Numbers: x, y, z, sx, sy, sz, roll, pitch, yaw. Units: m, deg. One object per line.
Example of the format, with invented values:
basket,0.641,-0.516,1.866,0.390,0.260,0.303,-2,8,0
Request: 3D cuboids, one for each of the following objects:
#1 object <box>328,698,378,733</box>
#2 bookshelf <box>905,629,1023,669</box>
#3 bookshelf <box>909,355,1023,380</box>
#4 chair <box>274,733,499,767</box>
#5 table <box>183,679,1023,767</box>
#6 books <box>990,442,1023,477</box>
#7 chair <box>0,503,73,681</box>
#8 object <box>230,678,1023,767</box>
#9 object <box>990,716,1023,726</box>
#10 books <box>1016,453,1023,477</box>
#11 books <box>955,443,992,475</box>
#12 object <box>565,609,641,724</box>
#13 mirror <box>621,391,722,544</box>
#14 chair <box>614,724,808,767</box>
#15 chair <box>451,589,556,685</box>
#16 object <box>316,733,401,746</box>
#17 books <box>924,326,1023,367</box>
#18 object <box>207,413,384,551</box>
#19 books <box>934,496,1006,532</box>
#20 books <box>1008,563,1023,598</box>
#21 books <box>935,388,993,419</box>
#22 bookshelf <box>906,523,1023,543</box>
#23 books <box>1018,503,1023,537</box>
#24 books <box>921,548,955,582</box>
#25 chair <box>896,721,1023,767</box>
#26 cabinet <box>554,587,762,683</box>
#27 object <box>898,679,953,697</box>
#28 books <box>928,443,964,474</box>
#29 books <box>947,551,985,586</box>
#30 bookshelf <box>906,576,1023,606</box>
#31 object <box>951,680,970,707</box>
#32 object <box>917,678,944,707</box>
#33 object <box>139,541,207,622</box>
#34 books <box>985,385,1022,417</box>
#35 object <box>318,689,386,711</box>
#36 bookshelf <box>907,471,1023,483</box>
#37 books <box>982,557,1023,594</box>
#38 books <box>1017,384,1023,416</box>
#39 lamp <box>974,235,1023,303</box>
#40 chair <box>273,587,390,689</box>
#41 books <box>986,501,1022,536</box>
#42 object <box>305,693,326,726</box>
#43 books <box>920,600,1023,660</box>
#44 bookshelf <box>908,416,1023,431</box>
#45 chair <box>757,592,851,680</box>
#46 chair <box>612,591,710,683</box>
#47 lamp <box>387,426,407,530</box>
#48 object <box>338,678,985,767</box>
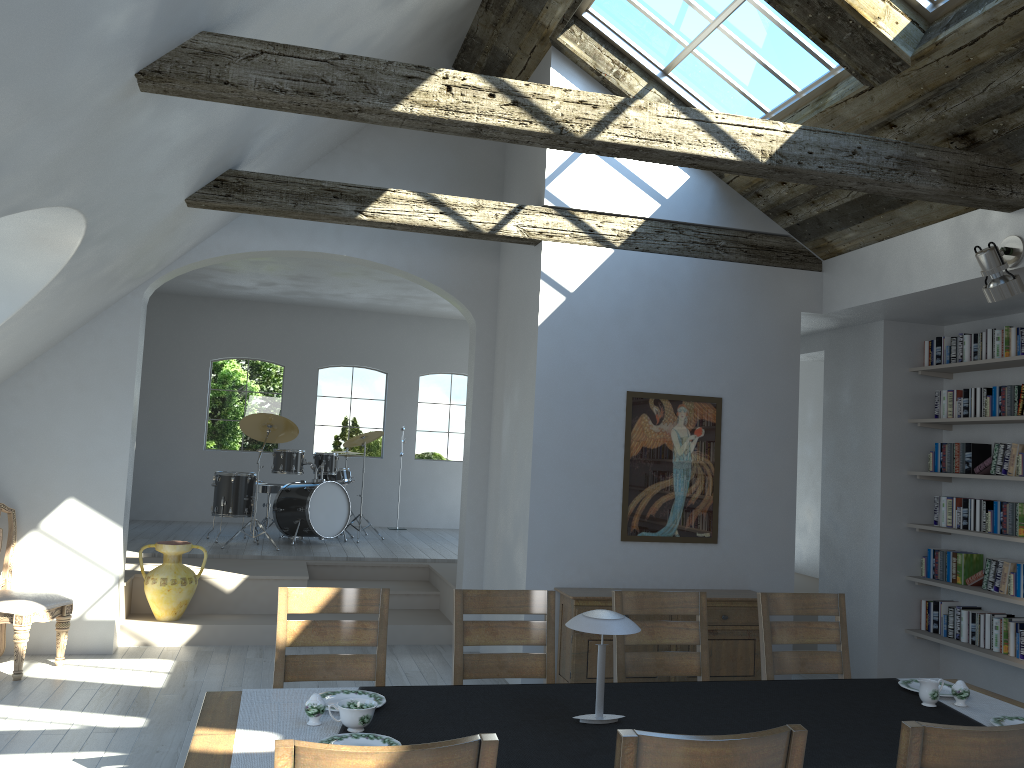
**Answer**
object,-0.477,1.018,2.714,0.124,0.081,0.130,1,-5,28
bookshelf,4.093,1.653,2.943,0.315,0.070,7.825,4,-5,-14
bookshelf,4.193,-0.316,3.094,0.315,0.070,7.825,4,-5,-14
chair,-0.345,1.258,2.061,0.514,1.006,0.605,4,-5,-14
table,0.529,1.506,2.966,3.078,0.737,0.939,4,-5,-14
books,3.435,0.518,6.069,0.189,0.228,0.249,4,-5,-14
chair,-3.381,1.334,5.977,0.655,1.159,0.552,2,-4,11
object,0.561,1.175,3.000,2.872,0.077,1.050,4,-5,-14
object,1.796,1.193,3.068,0.250,0.017,0.253,4,-5,-14
books,3.498,0.505,5.833,0.209,0.220,0.278,4,-5,-16
books,3.364,0.538,6.342,0.189,0.224,0.345,4,-5,-14
object,0.296,0.933,2.939,0.251,0.362,0.251,2,-4,9
mirror,1.138,0.596,6.289,0.736,1.047,0.009,4,-5,-14
chair,0.375,1.308,2.244,0.514,1.006,0.605,4,-5,-14
chair,0.007,1.399,3.667,0.514,1.006,0.605,4,-5,-14
object,-0.437,1.038,2.515,0.250,0.017,0.253,4,-5,-14
books,3.655,-0.314,5.462,0.242,0.237,2.981,4,-5,-14
object,-2.522,1.063,10.041,1.465,1.383,2.354,0,-5,30
books,3.312,0.942,6.443,0.214,0.220,0.490,4,-5,-14
books,3.442,1.300,5.833,0.209,0.220,0.278,4,-5,-16
books,3.350,0.154,6.510,0.214,0.220,0.490,4,-5,-14
bookshelf,4.133,0.865,3.004,0.315,0.070,7.825,4,-5,-14
books,3.488,0.899,5.755,0.189,0.224,0.345,4,-5,-14
books,3.232,1.352,6.643,0.209,0.220,0.278,4,-5,-16
chair,1.096,1.359,2.428,0.514,1.006,0.605,4,-5,-14
cabinet,1.026,1.776,6.007,1.481,0.714,0.383,4,-5,-14
object,1.690,1.226,3.563,0.250,0.017,0.253,4,-5,-14
books,3.288,0.556,6.643,0.209,0.220,0.278,4,-5,-16
books,3.307,1.331,6.347,0.189,0.224,0.345,4,-5,-14
bookshelf,4.113,1.259,2.973,0.315,0.070,7.825,4,-5,-14
object,1.708,1.175,3.376,0.064,0.092,0.064,6,-5,-37
object,1.580,1.164,3.353,0.071,0.098,0.100,-1,-6,44
object,-2.708,1.565,7.045,0.396,0.605,0.402,0,-5,32
books,3.447,0.130,6.136,0.209,0.220,0.278,4,-5,-16
object,-0.550,1.067,2.975,0.250,0.017,0.253,4,-5,-14
bookshelf,4.153,0.471,3.034,0.315,0.070,7.825,4,-5,-14
books,3.378,1.314,6.070,0.189,0.228,0.249,4,-5,-14
books,3.513,0.111,5.875,0.189,0.228,0.249,4,-5,-14
lamp,2.705,-0.640,4.932,0.265,0.386,0.235,2,-4,7
chair,-0.714,1.348,3.484,0.514,1.006,0.605,4,-5,-14
books,3.412,0.917,6.056,0.209,0.220,0.278,4,-5,-16
object,-0.613,1.010,2.761,0.064,0.092,0.064,3,-4,4
books,3.557,1.651,5.303,0.242,0.237,2.981,4,-5,-14
bookshelf,4.173,0.078,3.064,0.315,0.070,7.825,4,-5,-14
chair,1.448,1.500,4.034,0.514,1.006,0.605,4,-5,-14
chair,0.727,1.450,3.851,0.514,1.006,0.605,4,-5,-14
lamp,-1.505,1.254,11.936,0.232,1.383,0.238,4,-5,-14
object,0.561,1.248,2.998,2.456,0.227,1.073,4,-5,-14
